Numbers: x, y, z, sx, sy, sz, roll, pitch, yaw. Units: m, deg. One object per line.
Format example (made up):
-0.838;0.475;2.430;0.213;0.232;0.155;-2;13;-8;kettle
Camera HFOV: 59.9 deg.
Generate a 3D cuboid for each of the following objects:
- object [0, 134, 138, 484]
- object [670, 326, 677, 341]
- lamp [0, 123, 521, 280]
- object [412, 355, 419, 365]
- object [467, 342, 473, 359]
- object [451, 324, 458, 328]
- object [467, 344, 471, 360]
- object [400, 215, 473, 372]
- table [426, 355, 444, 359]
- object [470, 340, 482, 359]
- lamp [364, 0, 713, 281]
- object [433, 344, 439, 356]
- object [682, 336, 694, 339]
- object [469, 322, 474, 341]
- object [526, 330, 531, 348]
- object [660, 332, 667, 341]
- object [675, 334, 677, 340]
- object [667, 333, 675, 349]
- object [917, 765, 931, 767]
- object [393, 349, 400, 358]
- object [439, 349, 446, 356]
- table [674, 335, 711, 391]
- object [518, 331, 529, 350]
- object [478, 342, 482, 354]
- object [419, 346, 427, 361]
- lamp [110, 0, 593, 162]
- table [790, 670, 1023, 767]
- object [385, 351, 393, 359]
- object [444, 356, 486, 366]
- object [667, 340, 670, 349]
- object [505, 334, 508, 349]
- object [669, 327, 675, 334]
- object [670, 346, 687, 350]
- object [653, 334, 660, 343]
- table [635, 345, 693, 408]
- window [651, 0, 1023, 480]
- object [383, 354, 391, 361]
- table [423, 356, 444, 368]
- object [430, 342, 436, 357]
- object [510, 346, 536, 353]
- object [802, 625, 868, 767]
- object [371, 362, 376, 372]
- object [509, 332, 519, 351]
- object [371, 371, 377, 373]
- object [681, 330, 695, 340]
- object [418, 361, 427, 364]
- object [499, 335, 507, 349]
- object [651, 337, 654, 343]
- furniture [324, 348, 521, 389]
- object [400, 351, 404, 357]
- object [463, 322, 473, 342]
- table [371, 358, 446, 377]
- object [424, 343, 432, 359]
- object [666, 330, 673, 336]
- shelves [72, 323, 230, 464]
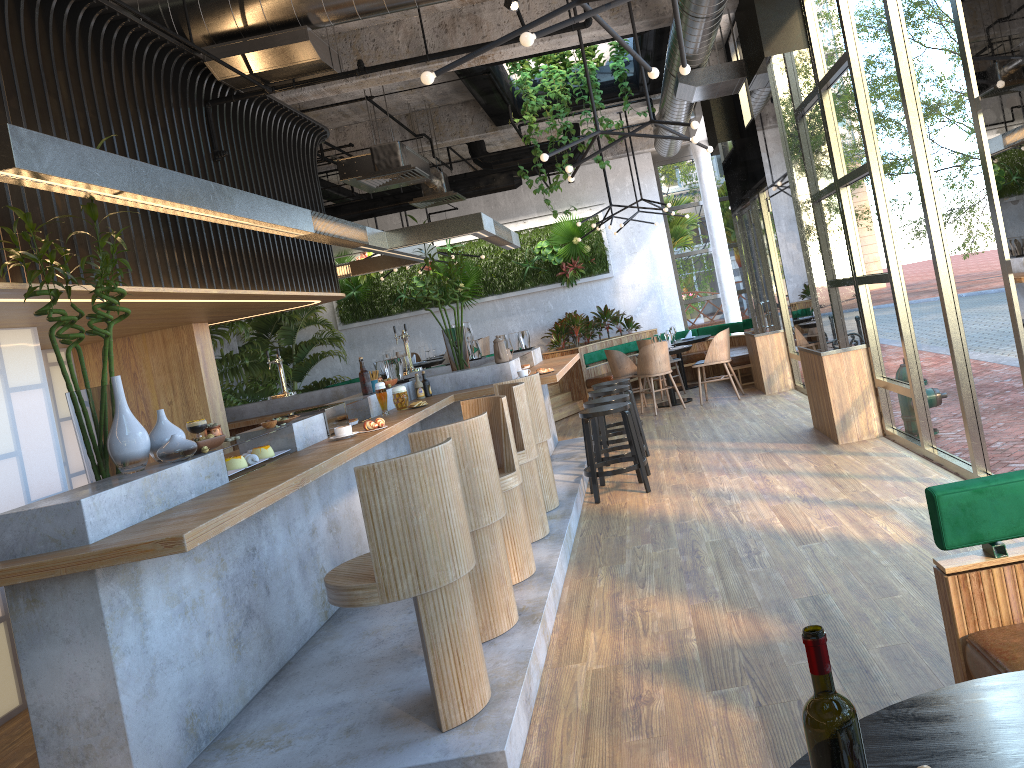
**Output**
-1.758;-0.241;3.693;0.638;1.546;0.617;-10;1;44;object
2.563;-0.797;14.053;0.095;0.244;0.090;-11;1;-11;object
-2.676;-1.810;6.220;4.986;2.129;6.753;-11;3;1;lamp
-1.361;-0.314;11.896;0.223;0.138;0.243;-10;3;28;object
-0.494;-0.353;9.672;0.108;0.209;0.103;-11;1;-10;object
-0.601;-0.538;9.563;0.108;0.209;0.103;-11;1;-10;object
-0.502;-0.344;9.563;0.108;0.209;0.103;-11;1;-10;object
-0.586;-0.737;7.763;0.662;1.546;0.596;-11;1;11;object
-1.087;-0.118;14.855;0.798;0.744;0.803;-11;2;3;table
-0.391;-0.365;9.546;0.106;0.209;0.105;-11;1;0;object
-1.068;-2.203;5.167;5.046;1.820;19.102;-11;4;8;lamp
-2.402;-0.269;11.396;0.103;0.501;7.681;-11;4;18;object
2.808;-0.739;14.200;0.253;0.019;0.159;-11;4;5;object
-0.479;-0.568;9.658;0.108;0.209;0.103;-11;1;-10;object
0.151;-0.476;9.658;0.102;0.209;0.109;-11;1;21;object
2.095;-0.584;12.206;0.097;0.244;0.088;-11;1;-26;object
2.582;-0.793;14.221;0.100;0.209;0.111;-10;1;40;object
2.216;-0.597;12.329;0.111;0.209;0.100;-12;1;-44;object
0.540;0.496;1.056;0.143;0.123;0.098;-12;2;-14;object
-1.550;-0.344;12.005;0.096;0.244;0.089;-11;1;-23;object
-1.115;-0.548;14.717;0.238;0.138;0.228;-12;3;-10;object
2.652;-0.300;13.929;1.149;0.749;1.053;-12;3;-26;table
0.125;-0.463;9.550;0.102;0.209;0.109;-11;1;21;object
-0.389;-0.373;9.657;0.106;0.209;0.105;-11;1;0;object
-2.397;-0.224;10.711;0.102;0.501;6.274;-11;4;20;object
-0.696;-2.151;0.830;3.769;1.528;10.112;-11;4;5;lamp
0.836;0.910;0.962;1.149;0.749;1.053;-12;3;-26;table
-1.618;-0.314;11.745;0.088;0.244;0.097;-11;1;34;object
-0.499;-0.249;9.613;0.435;0.018;0.275;-11;4;4;object
2.164;-0.558;12.509;0.222;0.138;0.244;-9;3;31;object
-0.091;-0.430;9.672;0.106;0.209;0.105;-11;1;0;object
2.496;-0.767;13.793;0.095;0.244;0.090;-11;1;-11;object
2.264;-0.498;12.152;0.166;0.019;0.242;-14;5;-39;object
1.992;-0.563;12.186;0.093;0.244;0.092;-11;1;0;object
2.168;-0.098;12.272;0.798;0.744;0.803;-11;2;3;table
0.304;-2.200;5.356;4.106;6.481;20.578;-11;3;9;window
-2.471;-0.143;9.690;0.102;0.501;4.310;-11;3;24;object
-1.242;-0.012;13.704;0.798;0.744;0.803;-11;2;3;table
-1.304;-0.578;14.826;0.095;0.244;0.090;-11;1;-11;object
0.037;-0.352;9.588;0.435;0.018;0.275;-11;4;4;object
0.402;0.451;1.104;0.066;0.298;0.071;-11;0;22;object
-1.795;-0.231;11.920;0.234;0.138;0.232;-11;3;0;object
0.027;-0.449;9.614;0.102;0.209;0.109;-11;1;21;object
-1.813;-0.157;11.697;0.253;0.019;0.159;-11;4;5;object
2.752;-0.767;13.944;0.238;0.138;0.228;-12;3;-10;object
-1.305;-0.286;12.153;0.253;0.019;0.159;-11;4;5;object
-0.099;-0.420;9.557;0.106;0.209;0.105;-11;1;0;object
1.992;-0.552;12.304;0.105;0.209;0.106;-11;1;5;object
-1.688;0.373;13.013;2.861;1.134;4.565;-13;4;-29;furniture
-1.531;-0.340;12.173;0.100;0.209;0.111;-10;1;41;object
-0.486;-0.560;9.567;0.108;0.209;0.103;-11;1;-10;object
-1.366;0.135;11.883;1.121;0.749;1.081;-11;3;-9;table
-1.300;-0.507;13.741;0.095;0.244;0.090;-11;1;-11;object
2.429;-0.726;13.653;0.100;0.209;0.111;-10;1;40;object
-3.052;0.558;7.717;1.105;2.052;0.282;-11;0;3;shelves
